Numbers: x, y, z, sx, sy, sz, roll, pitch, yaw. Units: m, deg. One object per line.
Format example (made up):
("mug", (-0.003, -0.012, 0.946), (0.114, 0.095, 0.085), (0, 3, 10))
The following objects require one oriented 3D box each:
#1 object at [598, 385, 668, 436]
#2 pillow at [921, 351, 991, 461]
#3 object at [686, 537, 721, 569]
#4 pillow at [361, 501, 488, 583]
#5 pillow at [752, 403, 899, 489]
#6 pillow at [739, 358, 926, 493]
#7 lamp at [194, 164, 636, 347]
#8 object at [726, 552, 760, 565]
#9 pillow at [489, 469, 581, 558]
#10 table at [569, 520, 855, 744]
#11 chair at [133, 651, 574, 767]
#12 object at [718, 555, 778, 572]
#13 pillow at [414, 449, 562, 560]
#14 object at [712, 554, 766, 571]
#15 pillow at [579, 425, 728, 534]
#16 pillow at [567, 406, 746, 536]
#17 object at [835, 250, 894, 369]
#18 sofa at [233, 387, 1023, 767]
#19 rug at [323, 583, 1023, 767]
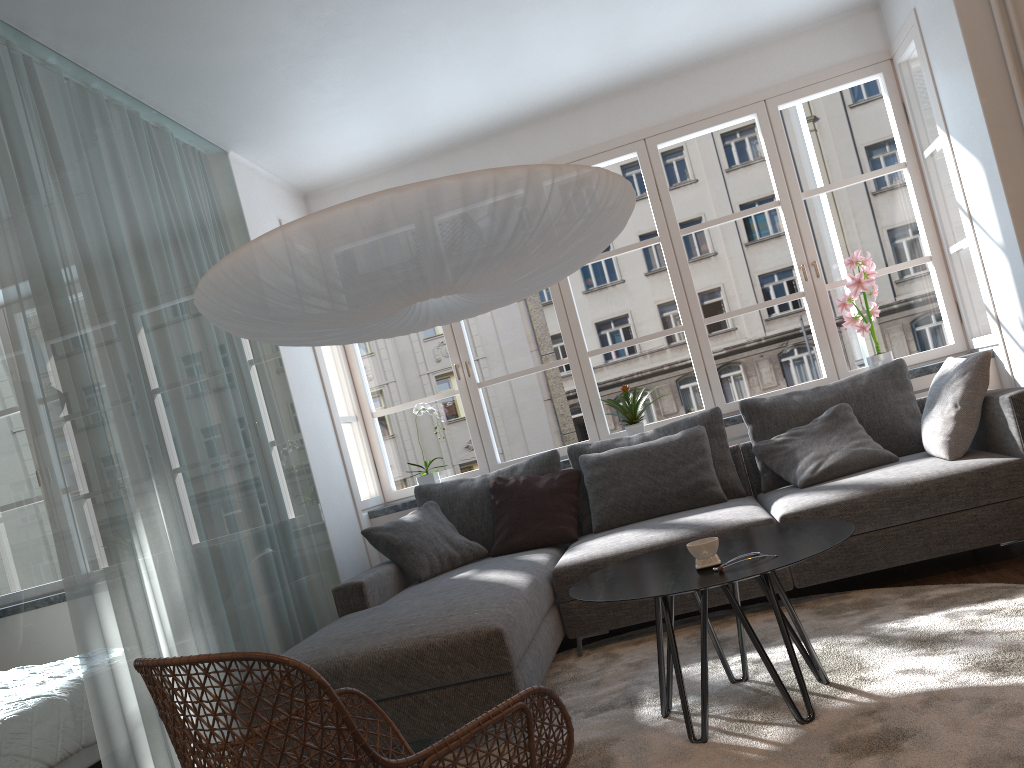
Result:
("object", (0.699, 0.154, 4.987), (0.374, 0.328, 0.325), (-14, -2, -15))
("pillow", (1.897, 0.101, 3.836), (0.287, 0.414, 0.494), (-15, -3, 9))
("object", (0.539, 0.480, 2.486), (0.092, 0.069, 0.138), (-16, -4, 22))
("pillow", (-0.438, 0.788, 4.448), (0.511, 0.359, 0.350), (-12, -3, -41))
("pillow", (1.445, 0.288, 4.147), (0.491, 0.321, 0.446), (-14, -3, -8))
("pillow", (1.588, 0.206, 4.362), (0.839, 0.476, 0.274), (-15, -1, 11))
("lamp", (-0.284, -0.341, 2.953), (1.457, 0.209, 1.487), (-11, -6, -43))
("object", (0.639, 0.483, 2.463), (0.123, 0.010, 0.026), (-13, -4, -23))
("pillow", (0.113, 0.631, 4.488), (0.523, 0.403, 0.310), (-15, -2, 12))
("table", (0.640, 0.745, 2.634), (0.850, 0.472, 0.846), (-16, -3, 12))
("chair", (-0.328, 0.810, 1.884), (0.726, 0.708, 0.680), (-17, -3, 42))
("object", (0.631, 0.475, 2.368), (0.168, 0.015, 0.015), (-15, -2, -2))
("pillow", (-0.108, 0.681, 4.688), (0.839, 0.477, 0.274), (-15, -1, 11))
("object", (0.620, 0.481, 2.409), (0.163, 0.016, 0.025), (-14, -3, -15))
("pillow", (0.688, 0.472, 4.402), (0.669, 0.397, 0.291), (-15, -2, 10))
("pillow", (0.721, 0.448, 4.540), (0.842, 0.474, 0.276), (-15, -1, 11))
("object", (1.900, -0.369, 4.759), (0.200, 0.690, 0.299), (-15, -1, -11))
("sofa", (0.695, 0.712, 3.668), (3.078, 0.671, 2.038), (-16, -4, 10))
("rug", (0.559, 1.000, 2.562), (2.828, 0.012, 2.854), (-14, -4, -10))
